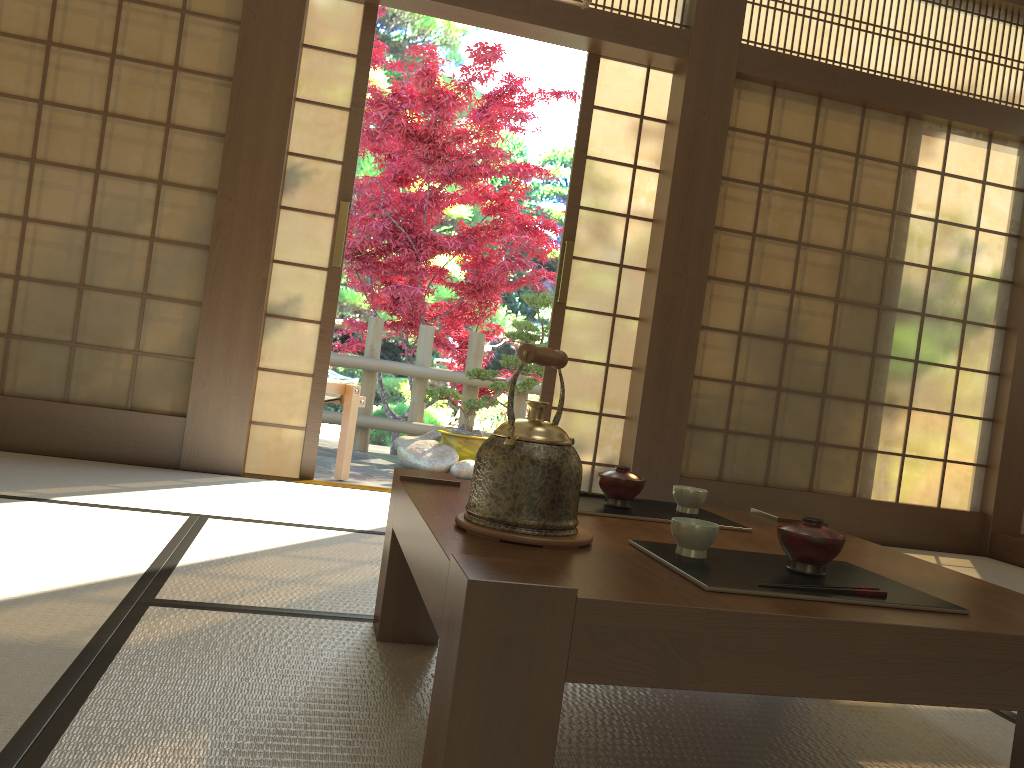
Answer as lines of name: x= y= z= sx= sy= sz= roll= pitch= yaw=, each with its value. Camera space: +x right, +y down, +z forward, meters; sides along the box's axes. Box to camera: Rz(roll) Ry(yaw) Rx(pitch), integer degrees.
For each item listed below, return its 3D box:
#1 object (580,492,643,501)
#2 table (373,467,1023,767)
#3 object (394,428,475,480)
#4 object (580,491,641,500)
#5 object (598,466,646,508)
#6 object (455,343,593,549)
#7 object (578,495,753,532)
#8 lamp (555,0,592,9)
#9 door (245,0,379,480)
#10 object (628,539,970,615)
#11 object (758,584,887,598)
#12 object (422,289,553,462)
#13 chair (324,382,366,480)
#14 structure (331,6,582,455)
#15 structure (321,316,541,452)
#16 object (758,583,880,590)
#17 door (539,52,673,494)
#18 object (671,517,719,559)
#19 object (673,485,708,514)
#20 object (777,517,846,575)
object: x=0.201 y=0.248 z=1.970 sx=0.200 sy=0.008 sz=0.008 roll=8 pitch=0 yaw=-16
table: x=0.304 y=0.441 z=1.589 sx=1.000 sy=0.350 sz=1.000 roll=8 pitch=0 yaw=-12
object: x=-0.200 y=0.511 z=6.295 sx=1.260 sy=0.276 sz=1.147 roll=8 pitch=0 yaw=-17
object: x=0.198 y=0.247 z=1.987 sx=0.200 sy=0.008 sz=0.008 roll=8 pitch=0 yaw=-12
object: x=0.226 y=0.212 z=1.847 sx=0.100 sy=0.080 sz=0.100 roll=8 pitch=0 yaw=-12
object: x=0.037 y=0.089 z=1.402 sx=0.219 sy=0.296 sz=0.226 roll=8 pitch=0 yaw=-18
object: x=0.260 y=0.264 z=1.885 sx=0.400 sy=0.007 sz=0.300 roll=8 pitch=0 yaw=-12
lamp: x=0.228 y=-1.763 z=2.749 sx=0.240 sy=1.129 sz=0.240 roll=8 pitch=0 yaw=-12
door: x=-1.689 y=-0.773 z=3.923 sx=1.894 sy=2.380 sz=0.073 roll=8 pitch=0 yaw=-12
object: x=0.414 y=0.287 z=1.338 sx=0.400 sy=0.007 sz=0.300 roll=8 pitch=0 yaw=-12
object: x=0.429 y=0.282 z=1.222 sx=0.200 sy=0.008 sz=0.008 roll=8 pitch=0 yaw=-14
object: x=-0.072 y=-0.028 z=6.317 sx=1.032 sy=1.362 sz=0.586 roll=8 pitch=0 yaw=14
chair: x=-1.325 y=0.181 z=4.929 sx=0.698 sy=0.598 sz=0.704 roll=8 pitch=0 yaw=34
structure: x=-1.032 y=-1.358 z=7.563 sx=3.412 sy=4.004 sz=3.045 roll=8 pitch=0 yaw=20
structure: x=-0.280 y=0.153 z=6.928 sx=7.456 sy=1.136 sz=0.245 roll=8 pitch=0 yaw=-12
object: x=0.429 y=0.282 z=1.235 sx=0.200 sy=0.008 sz=0.008 roll=8 pitch=0 yaw=-19
door: x=1.139 y=-0.383 z=4.549 sx=1.894 sy=2.380 sz=0.073 roll=8 pitch=0 yaw=-12
object: x=0.280 y=0.239 z=1.372 sx=0.074 sy=0.052 sz=0.073 roll=8 pitch=0 yaw=31
object: x=0.382 y=0.251 z=1.913 sx=0.074 sy=0.052 sz=0.073 roll=8 pitch=0 yaw=31
object: x=0.456 y=0.246 z=1.358 sx=0.100 sy=0.080 sz=0.100 roll=8 pitch=0 yaw=-12
